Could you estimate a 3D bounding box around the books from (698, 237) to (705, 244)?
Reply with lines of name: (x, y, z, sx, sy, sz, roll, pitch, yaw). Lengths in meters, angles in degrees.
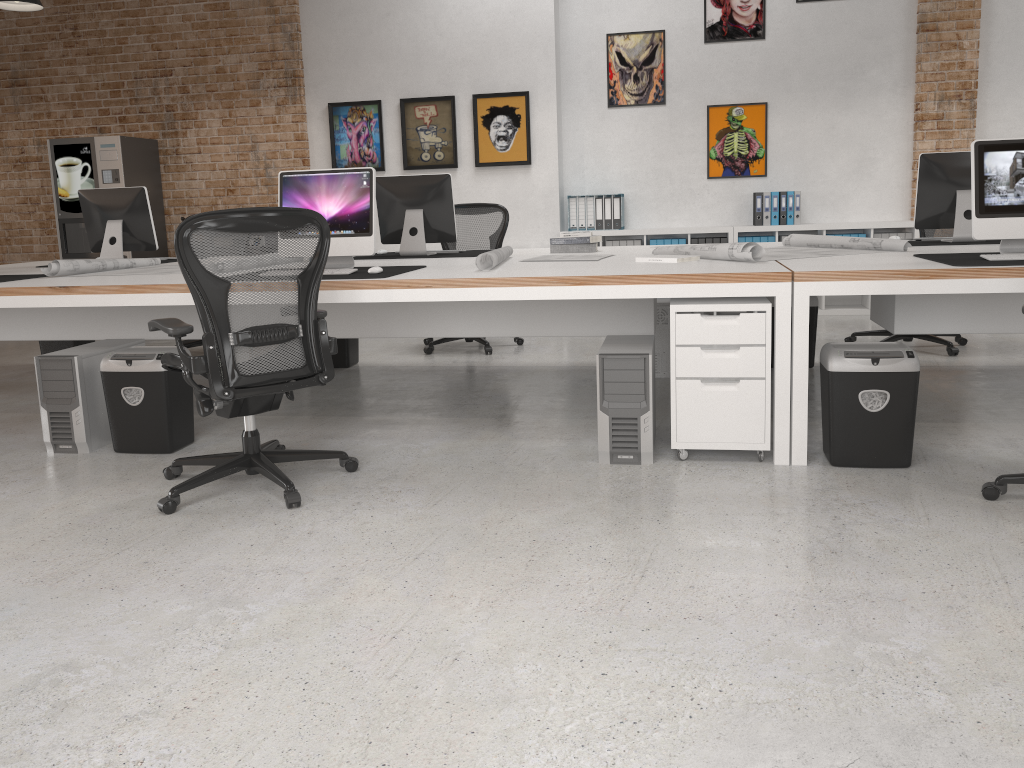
books: (1.721, -1.194, 8.041, 0.062, 0.259, 0.234, 0, 10, 11)

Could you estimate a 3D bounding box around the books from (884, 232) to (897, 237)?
books: (3.315, -1.196, 7.770, 0.062, 0.259, 0.234, 0, 10, 11)

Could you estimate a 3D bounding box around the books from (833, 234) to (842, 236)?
books: (2.870, -1.195, 7.842, 0.062, 0.259, 0.234, 0, 10, 11)

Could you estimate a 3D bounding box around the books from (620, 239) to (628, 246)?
books: (1.037, -1.202, 8.197, 0.062, 0.259, 0.234, 0, 10, 11)

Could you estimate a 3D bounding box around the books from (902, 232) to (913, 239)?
books: (3.442, -1.196, 7.746, 0.062, 0.259, 0.234, 0, 10, 11)

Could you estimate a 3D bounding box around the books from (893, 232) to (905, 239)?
books: (3.378, -1.196, 7.758, 0.062, 0.259, 0.234, 0, 10, 11)

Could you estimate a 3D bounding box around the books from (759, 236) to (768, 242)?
books: (2.255, -1.197, 7.963, 0.062, 0.259, 0.234, 0, 10, 11)

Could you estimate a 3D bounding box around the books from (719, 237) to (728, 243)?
books: (1.911, -1.194, 8.005, 0.062, 0.259, 0.234, 0, 10, 11)

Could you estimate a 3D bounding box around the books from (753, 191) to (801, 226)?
books: (2.369, -1.559, 7.930, 0.388, 0.319, 0.234, 0, 10, 11)

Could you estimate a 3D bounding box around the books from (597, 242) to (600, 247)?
books: (0.792, -1.199, 8.230, 0.062, 0.259, 0.234, 0, 10, 11)

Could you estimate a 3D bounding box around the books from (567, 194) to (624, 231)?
books: (0.786, -1.596, 8.246, 0.496, 0.325, 0.323, 0, 10, 11)

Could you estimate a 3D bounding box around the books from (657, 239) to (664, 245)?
books: (1.364, -1.198, 8.121, 0.062, 0.259, 0.234, 0, 10, 11)

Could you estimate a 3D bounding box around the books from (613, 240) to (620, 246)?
books: (0.974, -1.202, 8.210, 0.062, 0.259, 0.234, 0, 10, 11)

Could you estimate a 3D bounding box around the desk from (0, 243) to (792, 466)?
desk: (-1.211, -0.295, 5.054, 5.109, 0.764, 2.332, 0, 11, 11)

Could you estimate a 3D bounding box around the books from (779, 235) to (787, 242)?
books: (2.430, -1.194, 7.918, 0.062, 0.259, 0.234, 0, 10, 11)

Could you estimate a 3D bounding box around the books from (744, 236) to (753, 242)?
books: (2.128, -1.198, 7.987, 0.062, 0.259, 0.234, 0, 10, 11)

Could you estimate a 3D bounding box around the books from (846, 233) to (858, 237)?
books: (2.997, -1.195, 7.818, 0.062, 0.259, 0.234, 0, 10, 11)

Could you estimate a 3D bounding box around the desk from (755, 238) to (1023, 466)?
desk: (3.817, -0.280, 4.096, 5.109, 0.764, 2.332, 0, 11, 11)

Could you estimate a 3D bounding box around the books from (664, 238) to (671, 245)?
books: (1.428, -1.197, 8.109, 0.062, 0.259, 0.234, 0, 10, 11)

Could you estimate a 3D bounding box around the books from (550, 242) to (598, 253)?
books: (0.374, -0.816, 5.304, 0.271, 0.050, 0.202, 0, 11, 8)

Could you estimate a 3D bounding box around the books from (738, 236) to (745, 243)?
books: (2.066, -1.198, 7.999, 0.062, 0.259, 0.234, 0, 10, 11)

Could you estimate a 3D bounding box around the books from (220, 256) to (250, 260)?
books: (-1.719, -0.800, 5.660, 0.236, 0.023, 0.201, 9, 16, 43)

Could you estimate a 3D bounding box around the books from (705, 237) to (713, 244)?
books: (1.784, -1.194, 8.029, 0.062, 0.259, 0.234, 0, 10, 11)

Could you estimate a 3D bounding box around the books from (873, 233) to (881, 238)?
books: (3.189, -1.197, 7.794, 0.062, 0.259, 0.234, 0, 10, 11)

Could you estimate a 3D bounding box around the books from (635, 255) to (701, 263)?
books: (0.744, -0.597, 4.222, 0.236, 0.023, 0.201, 9, 16, 43)

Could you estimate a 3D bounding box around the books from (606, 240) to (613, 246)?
books: (0.911, -1.202, 8.221, 0.062, 0.259, 0.234, 0, 10, 11)

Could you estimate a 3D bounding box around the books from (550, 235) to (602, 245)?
books: (0.382, -0.857, 5.272, 0.257, 0.044, 0.194, 4, 13, 28)

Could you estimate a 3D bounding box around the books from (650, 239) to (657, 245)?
books: (1.302, -1.198, 8.133, 0.062, 0.259, 0.234, 0, 10, 11)

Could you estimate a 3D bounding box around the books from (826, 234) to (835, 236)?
books: (2.808, -1.195, 7.854, 0.062, 0.259, 0.234, 0, 10, 11)

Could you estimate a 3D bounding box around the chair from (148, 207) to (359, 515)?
chair: (-1.063, -0.128, 3.415, 0.794, 1.077, 0.775, 5, 12, 34)

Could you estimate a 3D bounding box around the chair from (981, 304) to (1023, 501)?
chair: (1.963, -0.122, 2.853, 0.770, 1.077, 0.798, 1, 10, 19)

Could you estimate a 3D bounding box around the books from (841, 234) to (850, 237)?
books: (2.934, -1.195, 7.830, 0.062, 0.259, 0.234, 0, 10, 11)

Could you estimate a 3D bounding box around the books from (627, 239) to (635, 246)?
books: (1.101, -1.201, 8.185, 0.062, 0.259, 0.234, 0, 10, 11)

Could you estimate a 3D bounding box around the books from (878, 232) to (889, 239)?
books: (3.251, -1.196, 7.783, 0.062, 0.259, 0.234, 0, 10, 11)

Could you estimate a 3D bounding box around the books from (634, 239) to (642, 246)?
books: (1.165, -1.201, 8.173, 0.062, 0.259, 0.234, 0, 10, 11)

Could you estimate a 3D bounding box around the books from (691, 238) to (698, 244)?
books: (1.658, -1.194, 8.053, 0.062, 0.259, 0.234, 0, 10, 11)

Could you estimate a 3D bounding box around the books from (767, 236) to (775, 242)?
books: (2.320, -1.197, 7.951, 0.062, 0.259, 0.234, 0, 10, 11)

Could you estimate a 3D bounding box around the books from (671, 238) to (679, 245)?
books: (1.491, -1.197, 8.097, 0.062, 0.259, 0.234, 0, 10, 11)

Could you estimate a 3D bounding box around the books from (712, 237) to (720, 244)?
books: (1.848, -1.194, 8.017, 0.062, 0.259, 0.234, 0, 10, 11)

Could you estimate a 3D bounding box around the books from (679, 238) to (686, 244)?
books: (1.555, -1.197, 8.084, 0.062, 0.259, 0.234, 0, 10, 11)

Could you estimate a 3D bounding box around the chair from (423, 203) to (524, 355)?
chair: (-0.306, -0.811, 6.659, 0.770, 1.077, 0.798, -3, 10, -5)

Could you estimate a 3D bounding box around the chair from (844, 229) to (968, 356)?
chair: (2.703, -0.775, 5.952, 0.793, 1.077, 0.775, -6, 10, -20)

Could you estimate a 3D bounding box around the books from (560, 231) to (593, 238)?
books: (0.385, -0.891, 5.282, 0.185, 0.029, 0.154, 0, 11, 9)

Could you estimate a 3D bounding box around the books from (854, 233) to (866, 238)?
books: (3.062, -1.194, 7.806, 0.062, 0.259, 0.234, 0, 10, 11)

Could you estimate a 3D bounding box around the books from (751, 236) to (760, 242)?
books: (2.192, -1.198, 7.975, 0.062, 0.259, 0.234, 0, 10, 11)

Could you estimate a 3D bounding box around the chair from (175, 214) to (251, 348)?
chair: (-2.304, -0.767, 6.789, 0.770, 1.077, 0.798, -3, 10, -5)
